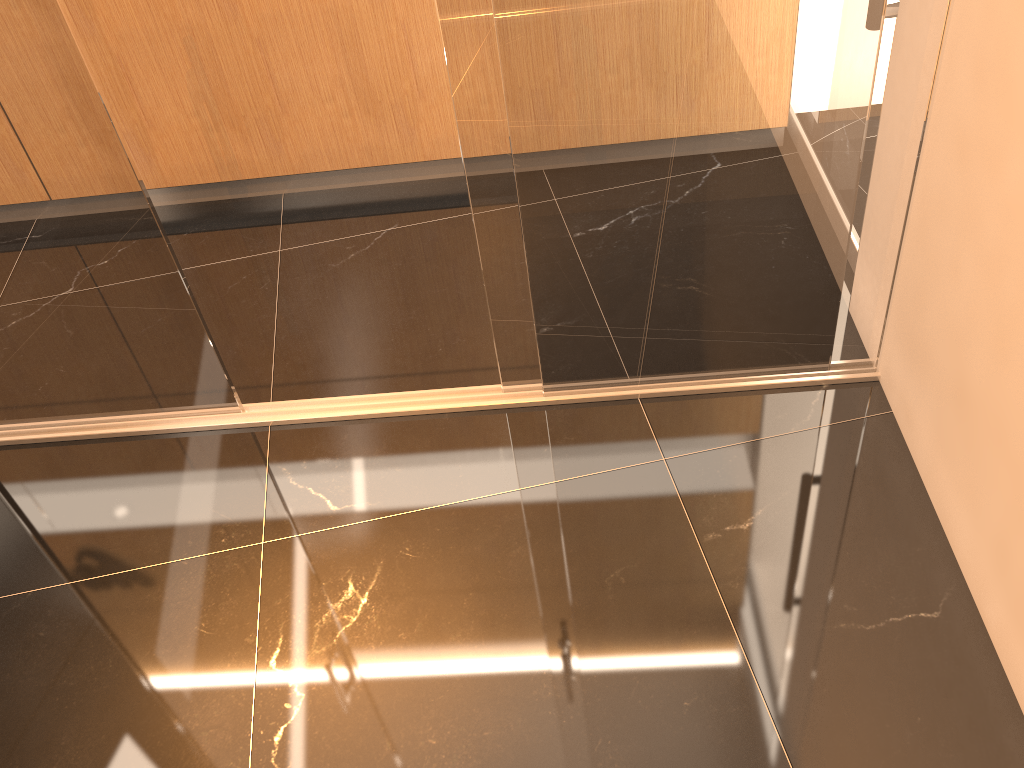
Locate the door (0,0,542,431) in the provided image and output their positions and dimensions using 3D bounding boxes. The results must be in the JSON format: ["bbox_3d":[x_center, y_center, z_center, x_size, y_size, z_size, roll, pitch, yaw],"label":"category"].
[{"bbox_3d":[-0.585,-1.181,1.413,2.473,3.285,0.098,-4,42,5],"label":"door"}]
